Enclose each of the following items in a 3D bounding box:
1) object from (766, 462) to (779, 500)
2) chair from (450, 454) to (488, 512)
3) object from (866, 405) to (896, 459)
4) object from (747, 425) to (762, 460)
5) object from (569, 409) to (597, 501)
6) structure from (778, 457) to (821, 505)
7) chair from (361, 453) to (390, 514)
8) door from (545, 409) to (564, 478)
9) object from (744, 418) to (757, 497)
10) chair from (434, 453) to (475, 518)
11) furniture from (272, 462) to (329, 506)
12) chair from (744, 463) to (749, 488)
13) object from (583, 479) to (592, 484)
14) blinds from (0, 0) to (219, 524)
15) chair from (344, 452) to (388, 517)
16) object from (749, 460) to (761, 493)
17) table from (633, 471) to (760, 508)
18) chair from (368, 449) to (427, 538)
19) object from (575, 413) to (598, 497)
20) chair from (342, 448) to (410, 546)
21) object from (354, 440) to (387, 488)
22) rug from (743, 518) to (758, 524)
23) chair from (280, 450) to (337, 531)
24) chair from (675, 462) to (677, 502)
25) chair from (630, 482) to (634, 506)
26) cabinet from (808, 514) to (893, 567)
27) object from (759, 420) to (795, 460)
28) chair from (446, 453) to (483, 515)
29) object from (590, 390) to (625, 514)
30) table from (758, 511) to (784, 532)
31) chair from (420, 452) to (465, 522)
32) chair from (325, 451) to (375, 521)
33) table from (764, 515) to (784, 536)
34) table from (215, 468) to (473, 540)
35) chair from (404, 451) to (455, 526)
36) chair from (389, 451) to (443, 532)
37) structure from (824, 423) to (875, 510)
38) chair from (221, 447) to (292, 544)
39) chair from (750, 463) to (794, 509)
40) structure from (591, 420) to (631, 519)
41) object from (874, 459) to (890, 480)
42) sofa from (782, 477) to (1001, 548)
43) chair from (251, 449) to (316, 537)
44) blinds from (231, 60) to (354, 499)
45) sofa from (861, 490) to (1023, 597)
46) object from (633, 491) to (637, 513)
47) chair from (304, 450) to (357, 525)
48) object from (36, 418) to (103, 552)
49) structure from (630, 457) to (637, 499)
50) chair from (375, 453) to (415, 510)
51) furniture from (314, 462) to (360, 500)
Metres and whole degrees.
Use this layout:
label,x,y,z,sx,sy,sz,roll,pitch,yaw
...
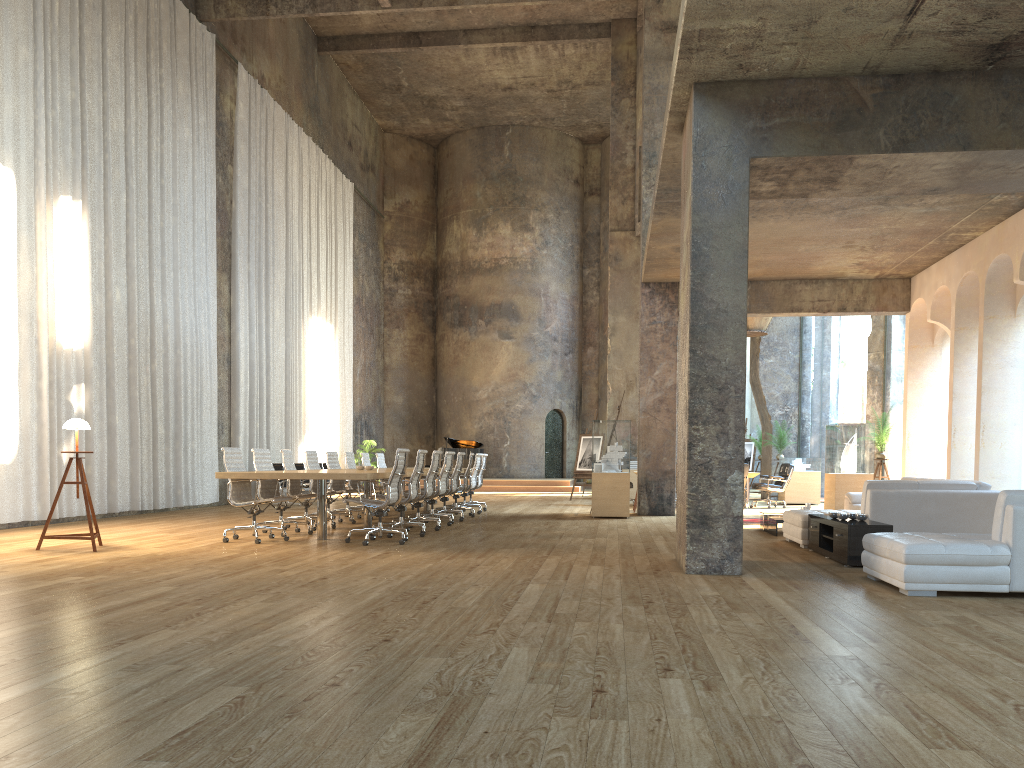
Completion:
label,x,y,z,sx,sy,sz,roll,pitch,yaw
object,6.196,2.211,20.043,0.570,0.975,0.658,1,1,43
chair,-0.764,1.761,15.737,0.699,1.029,0.664,0,0,12
object,6.292,0.818,14.989,0.688,0.942,0.858,0,-1,-3
object,6.360,1.482,22.534,0.687,0.942,0.859,0,-1,27
object,1.805,1.630,20.126,0.700,2.154,0.683,2,3,39
structure,6.219,2.100,19.024,0.735,1.018,0.742,0,0,7
chair,-2.227,1.683,14.966,0.699,1.029,0.664,0,0,10
door,1.354,1.973,29.024,0.902,2.304,0.091,-1,3,-35
object,6.246,1.973,23.699,0.700,2.154,0.683,2,2,36
chair,-0.918,1.609,14.024,0.699,1.029,0.664,0,0,6
furniture,-4.288,2.036,18.104,0.708,0.842,1.873,0,-4,7
chair,4.087,1.964,16.938,0.730,0.895,0.820,1,-1,-20
object,2.566,2.835,29.339,0.912,0.994,0.907,0,-1,18
blinds,-5.953,-2.430,12.577,0.275,8.668,7.823,1,-1,8
chair,-2.331,1.603,14.054,0.699,1.029,0.664,0,0,12
object,6.407,2.433,22.548,0.658,0.975,0.569,0,1,1
table,3.660,2.121,17.686,2.409,0.702,1.105,0,-3,7
chair,-1.340,1.290,10.421,0.699,1.029,0.664,0,0,10
object,1.917,1.797,22.013,0.683,2.154,0.700,2,2,33
chair,-1.452,1.206,9.479,0.699,1.029,0.664,0,0,12
object,-3.960,2.253,24.003,1.092,1.461,1.127,0,0,-2
rug,3.911,2.091,13.413,2.462,0.009,1.347,0,-5,7
chair,-2.632,1.364,11.360,0.699,1.029,0.664,0,0,6
chair,3.079,1.965,17.024,0.729,0.895,0.821,0,-1,0
chair,2.118,2.033,17.872,0.820,0.895,0.729,0,0,3
cabinet,3.135,1.457,8.279,0.396,0.369,1.563,0,-5,7
object,6.056,1.266,20.095,0.858,0.943,0.687,0,0,9
chair,-0.828,1.685,14.875,0.699,1.029,0.664,0,0,15
object,1.679,1.182,15.032,0.684,2.154,0.698,1,2,6
table,3.708,1.812,11.549,0.859,0.247,0.370,0,-3,7
chair,-1.031,1.527,13.099,0.699,1.029,0.664,0,0,12
chair,-2.432,1.523,13.162,0.699,1.029,0.664,0,0,15
table,3.665,1.801,11.184,0.790,0.203,1.111,0,-5,7
table,-1.813,1.624,12.772,1.600,0.759,7.719,0,-5,7
chair,-1.135,1.449,12.225,0.699,1.029,0.664,0,0,15
chair,-1.236,1.370,11.332,0.699,1.029,0.664,0,0,12
structure,5.599,1.442,14.616,0.594,1.552,0.741,1,1,7
chair,-2.801,1.212,9.649,0.699,1.029,0.664,0,0,12
chair,5.140,2.021,17.507,0.821,0.895,0.729,0,0,1
structure,1.596,1.376,14.157,0.594,1.552,0.741,1,1,7
object,6.223,1.771,15.034,0.658,0.975,0.569,0,1,-29
sofa,4.192,1.479,10.472,2.063,0.723,2.930,0,-5,7
chair,-2.731,1.288,10.510,0.699,1.029,0.664,0,0,15
blinds,-4.957,-1.669,21.159,0.275,8.668,7.823,1,-1,8
sofa,3.709,1.110,6.299,2.067,0.723,1.071,0,-3,6
object,2.467,1.657,15.763,0.571,1.301,0.656,1,1,7
chair,-2.536,1.446,12.288,0.699,1.029,0.664,0,0,12
object,-4.192,0.981,8.566,0.570,1.301,0.657,2,2,40
structure,2.976,2.228,20.718,0.743,1.018,0.734,0,0,7
chair,0.697,1.758,15.521,12.948,1.033,31.525,0,-5,7
furniture,-4.013,2.247,20.475,0.708,0.842,1.873,0,-4,7
